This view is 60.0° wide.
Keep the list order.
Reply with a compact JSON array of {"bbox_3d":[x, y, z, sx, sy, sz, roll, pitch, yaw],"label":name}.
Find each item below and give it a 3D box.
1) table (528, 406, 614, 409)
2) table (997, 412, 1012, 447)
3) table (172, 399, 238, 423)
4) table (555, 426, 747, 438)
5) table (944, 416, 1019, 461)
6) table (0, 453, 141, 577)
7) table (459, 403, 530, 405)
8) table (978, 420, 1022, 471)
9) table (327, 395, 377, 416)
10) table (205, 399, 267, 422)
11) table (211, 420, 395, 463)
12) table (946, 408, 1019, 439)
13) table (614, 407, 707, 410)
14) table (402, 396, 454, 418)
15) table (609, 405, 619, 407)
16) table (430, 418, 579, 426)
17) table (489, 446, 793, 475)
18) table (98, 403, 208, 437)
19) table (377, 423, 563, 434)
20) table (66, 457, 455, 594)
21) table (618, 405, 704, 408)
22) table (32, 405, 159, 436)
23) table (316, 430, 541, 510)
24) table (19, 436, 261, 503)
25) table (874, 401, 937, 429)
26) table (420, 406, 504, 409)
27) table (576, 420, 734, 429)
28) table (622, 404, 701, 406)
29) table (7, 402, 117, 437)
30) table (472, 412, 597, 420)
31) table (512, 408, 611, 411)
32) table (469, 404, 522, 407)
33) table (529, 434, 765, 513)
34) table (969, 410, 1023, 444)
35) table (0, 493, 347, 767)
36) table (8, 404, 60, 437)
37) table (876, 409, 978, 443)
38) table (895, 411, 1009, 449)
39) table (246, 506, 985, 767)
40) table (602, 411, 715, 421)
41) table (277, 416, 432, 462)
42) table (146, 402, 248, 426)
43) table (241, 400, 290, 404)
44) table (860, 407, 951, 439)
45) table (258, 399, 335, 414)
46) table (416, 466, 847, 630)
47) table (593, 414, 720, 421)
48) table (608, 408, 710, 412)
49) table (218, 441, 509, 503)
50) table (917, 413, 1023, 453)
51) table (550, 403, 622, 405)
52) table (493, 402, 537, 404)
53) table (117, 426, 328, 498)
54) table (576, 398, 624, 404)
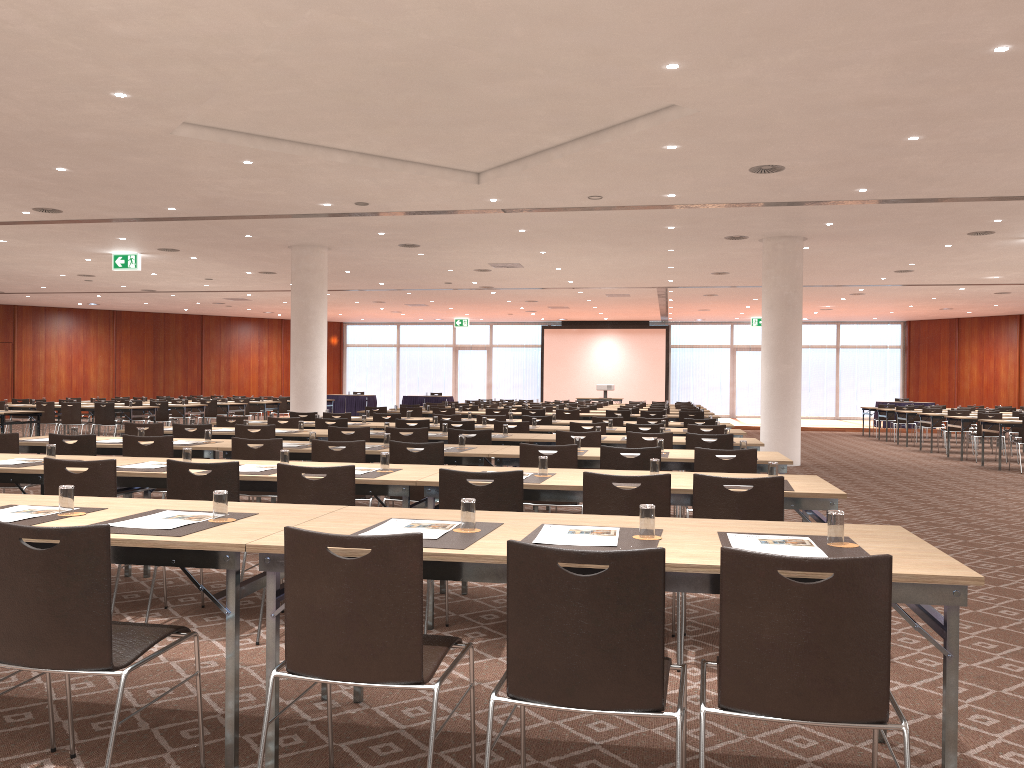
[{"bbox_3d":[1.502,0.992,22.803,2.267,0.833,0.953,1,0,10],"label":"table"},{"bbox_3d":[12.703,1.105,20.807,2.267,0.833,0.953,1,0,10],"label":"table"},{"bbox_3d":[-9.505,0.882,26.795,2.267,0.833,0.953,1,0,10],"label":"table"},{"bbox_3d":[1.719,0.982,11.083,2.267,0.833,0.953,1,0,10],"label":"table"},{"bbox_3d":[9.766,1.071,17.268,2.267,0.833,0.953,1,0,10],"label":"table"},{"bbox_3d":[-3.803,0.919,5.973,2.267,0.833,0.953,1,0,10],"label":"table"},{"bbox_3d":[-0.382,0.975,25.170,2.267,0.833,0.953,1,0,10],"label":"table"},{"bbox_3d":[9.415,1.066,15.299,2.267,0.833,0.953,1,0,10],"label":"table"},{"bbox_3d":[-5.733,0.804,31.427,1.712,0.832,1.041,1,0,10],"label":"table"},{"bbox_3d":[-9.154,0.888,28.764,2.267,0.833,0.953,1,0,10],"label":"table"},{"bbox_3d":[-2.750,0.936,11.880,2.267,0.833,0.953,1,0,10],"label":"table"},{"bbox_3d":[13.405,1.117,24.745,2.267,0.833,0.953,1,0,10],"label":"table"},{"bbox_3d":[3.737,1.014,22.405,2.267,0.833,0.953,1,0,10],"label":"table"},{"bbox_3d":[-2.933,0.832,30.928,1.712,0.832,1.041,1,0,10],"label":"table"},{"bbox_3d":[1.853,0.997,24.772,2.267,0.833,0.953,1,0,10],"label":"table"},{"bbox_3d":[-0.165,0.965,13.450,2.267,0.833,0.953,1,0,10],"label":"table"},{"bbox_3d":[1.017,0.970,7.146,2.267,0.833,0.953,1,0,10],"label":"table"},{"bbox_3d":[-8.323,0.888,20.490,2.267,0.833,0.953,1,0,10],"label":"table"},{"bbox_3d":[-0.516,0.959,11.481,2.267,0.833,0.953,1,0,10],"label":"table"},{"bbox_3d":[-1.568,0.942,5.575,2.267,0.833,0.953,1,0,10],"label":"table"},{"bbox_3d":[4.088,1.020,24.374,2.267,0.833,0.953,1,0,10],"label":"table"},{"bbox_3d":[-8.674,0.882,18.521,2.267,0.833,0.953,1,0,10],"label":"table"},{"bbox_3d":[-0.867,0.953,9.513,2.267,0.833,0.953,1,0,10],"label":"table"},{"bbox_3d":[-3.452,0.925,7.942,2.267,0.833,0.953,1,0,10],"label":"table"},{"bbox_3d":[12.493,0.989,28.180,1.712,0.832,1.041,1,0,10],"label":"table"},{"bbox_3d":[-1.083,0.963,21.232,2.267,0.833,0.953,1,0,10],"label":"table"},{"bbox_3d":[2.070,0.987,13.052,2.267,0.833,0.953,1,0,10],"label":"table"},{"bbox_3d":[4.439,1.026,26.342,2.267,0.833,0.953,1,0,10],"label":"table"},{"bbox_3d":[-10.557,0.865,20.888,2.267,0.833,0.953,1,0,10],"label":"table"},{"bbox_3d":[0.449,0.975,16.896,2.267,0.833,0.953,1,0,10],"label":"table"},{"bbox_3d":[1.151,0.986,20.834,2.267,0.833,0.953,1,0,10],"label":"table"},{"bbox_3d":[-0.733,0.969,23.201,2.267,0.833,0.953,1,0,10],"label":"table"},{"bbox_3d":[1.368,0.976,9.114,2.267,0.833,0.953,1,0,10],"label":"table"},{"bbox_3d":[13.054,1.111,22.776,2.267,0.833,0.953,1,0,10],"label":"table"},{"bbox_3d":[-1.919,0.936,3.606,2.267,0.833,0.953,1,0,10],"label":"table"},{"bbox_3d":[-10.908,0.859,18.919,2.267,0.833,0.953,1,0,10],"label":"table"},{"bbox_3d":[10.819,1.088,23.174,2.267,0.833,0.953,1,0,10],"label":"table"},{"bbox_3d":[10.468,1.083,21.205,2.267,0.833,0.953,1,0,10],"label":"table"},{"bbox_3d":[0.315,0.959,3.208,2.267,0.833,0.953,1,0,10],"label":"table"},{"bbox_3d":[3.035,1.003,18.467,2.267,0.833,0.953,1,0,10],"label":"table"},{"bbox_3d":[-2.399,0.942,13.848,2.267,0.833,0.953,1,0,10],"label":"table"},{"bbox_3d":[-7.972,0.893,22.459,2.267,0.833,0.953,1,0,10],"label":"table"},{"bbox_3d":[-7.270,0.905,26.397,2.267,0.833,0.953,1,0,10],"label":"table"},{"bbox_3d":[11.170,1.094,25.143,2.267,0.833,0.953,1,0,10],"label":"table"},{"bbox_3d":[-6.919,0.911,28.366,2.267,0.833,0.953,1,0,10],"label":"table"},{"bbox_3d":[0.666,0.964,5.177,2.267,0.833,0.953,1,0,10],"label":"table"},{"bbox_3d":[2.684,0.997,16.498,2.267,0.833,0.953,1,0,10],"label":"table"},{"bbox_3d":[3.386,1.009,20.436,2.267,0.833,0.953,1,0,10],"label":"table"},{"bbox_3d":[-1.218,0.947,7.544,2.267,0.833,0.953,1,0,10],"label":"table"},{"bbox_3d":[10.117,1.077,19.237,2.267,0.833,0.953,1,0,10],"label":"table"},{"bbox_3d":[2.204,1.003,26.741,2.267,0.833,0.953,1,0,10],"label":"table"},{"bbox_3d":[-0.031,0.980,27.139,2.267,0.833,0.953,1,0,10],"label":"table"},{"bbox_3d":[-3.101,0.931,9.911,2.267,0.833,0.953,1,0,10],"label":"table"},{"bbox_3d":[2.959,0.892,29.895,1.539,0.832,0.953,1,0,10],"label":"table"}]
